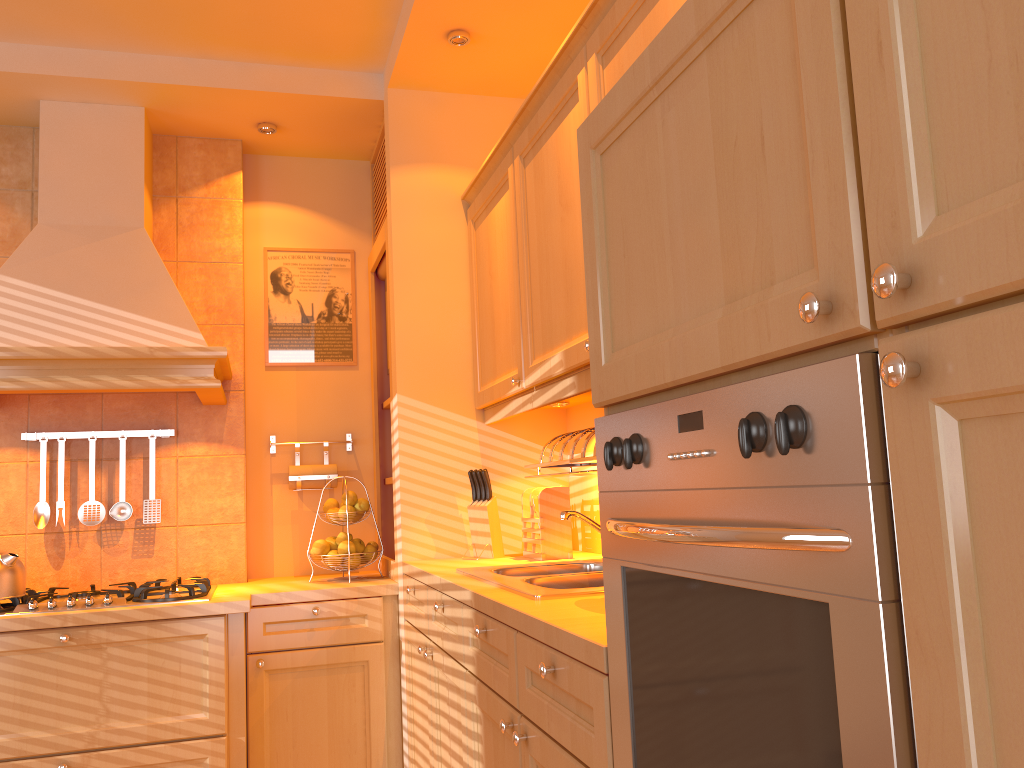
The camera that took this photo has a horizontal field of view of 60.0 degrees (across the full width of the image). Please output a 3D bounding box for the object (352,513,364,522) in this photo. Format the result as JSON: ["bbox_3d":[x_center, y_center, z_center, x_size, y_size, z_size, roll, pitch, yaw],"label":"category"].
[{"bbox_3d":[-0.573,0.480,3.265,0.058,0.059,0.058,-5,-7,15],"label":"object"}]

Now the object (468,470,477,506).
[{"bbox_3d":[-0.125,0.417,2.941,0.019,0.265,0.037,-8,-9,38],"label":"object"}]

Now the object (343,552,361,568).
[{"bbox_3d":[-0.574,0.633,3.190,0.064,0.061,0.063,3,-9,-38],"label":"object"}]

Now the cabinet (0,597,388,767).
[{"bbox_3d":[-1.166,1.146,2.763,2.850,0.840,1.141,-1,-7,-16],"label":"cabinet"}]

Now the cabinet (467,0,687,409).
[{"bbox_3d":[0.259,-0.380,2.292,0.332,0.712,1.792,-1,-7,-16],"label":"cabinet"}]

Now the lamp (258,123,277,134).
[{"bbox_3d":[-0.937,-0.977,3.396,0.070,0.021,0.070,2,-8,-33],"label":"lamp"}]

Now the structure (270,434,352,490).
[{"bbox_3d":[-0.790,0.307,3.513,0.320,0.220,0.126,-1,-7,-16],"label":"structure"}]

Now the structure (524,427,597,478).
[{"bbox_3d":[0.300,0.157,2.232,0.300,0.126,0.900,-1,-7,-16],"label":"structure"}]

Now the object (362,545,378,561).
[{"bbox_3d":[-0.520,0.618,3.243,0.059,0.059,0.058,-6,-8,28],"label":"object"}]

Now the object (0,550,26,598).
[{"bbox_3d":[-1.630,0.543,2.716,0.251,0.215,0.242,1,-8,-29],"label":"object"}]

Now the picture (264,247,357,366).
[{"bbox_3d":[-0.829,-0.318,3.647,0.366,0.491,0.007,-1,-7,-16],"label":"picture"}]

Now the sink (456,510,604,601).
[{"bbox_3d":[0.168,0.474,2.153,0.465,0.336,0.746,-1,-7,-16],"label":"sink"}]

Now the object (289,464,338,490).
[{"bbox_3d":[-0.784,0.366,3.494,0.186,0.094,0.096,-1,-7,-16],"label":"object"}]

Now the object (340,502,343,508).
[{"bbox_3d":[-0.607,0.447,3.266,0.050,0.051,0.051,-4,-7,8],"label":"object"}]

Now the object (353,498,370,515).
[{"bbox_3d":[-0.548,0.445,3.231,0.058,0.060,0.057,-3,-7,5],"label":"object"}]

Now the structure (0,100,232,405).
[{"bbox_3d":[-0.383,-0.617,1.868,1.061,1.148,4.091,3,-9,-42],"label":"structure"}]

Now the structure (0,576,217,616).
[{"bbox_3d":[-1.386,0.685,2.878,0.797,0.051,0.494,-1,-7,-16],"label":"structure"}]

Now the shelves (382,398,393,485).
[{"bbox_3d":[-0.185,0.389,3.426,0.582,0.702,0.600,-1,-7,-16],"label":"shelves"}]

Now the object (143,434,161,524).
[{"bbox_3d":[-1.306,0.344,3.219,0.061,0.323,0.020,-1,-7,-16],"label":"object"}]

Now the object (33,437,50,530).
[{"bbox_3d":[-1.651,0.347,3.116,0.055,0.323,0.028,-1,-7,-16],"label":"object"}]

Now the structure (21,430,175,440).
[{"bbox_3d":[-1.490,0.183,3.206,0.506,0.024,0.009,-1,-7,-16],"label":"structure"}]

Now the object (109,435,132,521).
[{"bbox_3d":[-1.412,0.340,3.209,0.077,0.309,0.037,-1,-7,-16],"label":"object"}]

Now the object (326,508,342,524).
[{"bbox_3d":[-0.648,0.482,3.246,0.064,0.058,0.063,-8,-9,40],"label":"object"}]

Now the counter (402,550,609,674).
[{"bbox_3d":[0.171,0.487,2.152,0.600,0.038,1.800,-1,-7,-16],"label":"counter"}]

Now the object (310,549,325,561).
[{"bbox_3d":[-0.702,0.611,3.219,0.063,0.063,0.063,-2,-7,-5],"label":"object"}]

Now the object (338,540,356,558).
[{"bbox_3d":[-0.586,0.585,3.144,0.063,0.060,0.064,-3,-7,-1],"label":"object"}]

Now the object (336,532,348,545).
[{"bbox_3d":[-0.608,0.557,3.182,0.049,0.052,0.050,-2,-7,-9],"label":"object"}]

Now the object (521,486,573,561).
[{"bbox_3d":[0.107,0.439,2.815,0.103,0.221,0.200,-1,-7,-16],"label":"object"}]

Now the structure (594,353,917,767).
[{"bbox_3d":[0.194,0.301,0.934,0.066,0.583,0.576,-1,-7,-16],"label":"structure"}]

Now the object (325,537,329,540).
[{"bbox_3d":[-0.665,0.590,3.263,0.055,0.058,0.056,-5,-7,20],"label":"object"}]

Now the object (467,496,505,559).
[{"bbox_3d":[-0.087,0.470,2.917,0.070,0.200,0.100,4,-9,-42],"label":"object"}]

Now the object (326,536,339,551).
[{"bbox_3d":[-0.644,0.582,3.205,0.063,0.061,0.063,4,-9,-42],"label":"object"}]

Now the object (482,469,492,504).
[{"bbox_3d":[-0.079,0.409,2.891,0.037,0.265,0.019,2,-8,-33],"label":"object"}]

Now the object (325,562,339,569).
[{"bbox_3d":[-0.651,0.644,3.216,0.052,0.056,0.057,-8,-8,36],"label":"object"}]

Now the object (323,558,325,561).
[{"bbox_3d":[-0.693,0.626,3.284,0.053,0.057,0.056,3,-9,-39],"label":"object"}]

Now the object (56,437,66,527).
[{"bbox_3d":[-1.598,0.346,3.143,0.028,0.319,0.006,-1,-7,-16],"label":"object"}]

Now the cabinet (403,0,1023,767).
[{"bbox_3d":[0.325,0.500,1.565,0.625,1.700,3.000,-1,-7,-16],"label":"cabinet"}]

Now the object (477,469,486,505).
[{"bbox_3d":[-0.094,0.411,2.908,0.038,0.265,0.019,2,-8,-33],"label":"object"}]

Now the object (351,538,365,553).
[{"bbox_3d":[-0.565,0.591,3.226,0.057,0.059,0.058,-8,-9,37],"label":"object"}]

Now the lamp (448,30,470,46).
[{"bbox_3d":[-0.167,-1.085,2.788,0.070,0.021,0.070,-7,-8,34],"label":"lamp"}]

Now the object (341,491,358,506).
[{"bbox_3d":[-0.590,0.417,3.223,0.055,0.059,0.058,-7,-8,30],"label":"object"}]

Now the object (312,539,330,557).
[{"bbox_3d":[-0.679,0.586,3.161,0.065,0.063,0.056,3,-9,-40],"label":"object"}]

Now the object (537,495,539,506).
[{"bbox_3d":[0.092,0.443,2.760,0.020,0.196,0.017,-4,-7,9],"label":"object"}]

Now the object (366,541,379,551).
[{"bbox_3d":[-0.518,0.607,3.289,0.045,0.047,0.046,-7,-8,29],"label":"object"}]

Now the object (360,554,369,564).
[{"bbox_3d":[-0.553,0.641,3.285,0.059,0.054,0.058,2,-9,-37],"label":"object"}]

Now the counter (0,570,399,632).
[{"bbox_3d":[-1.525,0.737,2.910,2.250,0.038,0.770,-1,-7,-16],"label":"counter"}]

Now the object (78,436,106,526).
[{"bbox_3d":[-1.499,0.344,3.165,0.090,0.320,0.017,-1,-7,-16],"label":"object"}]

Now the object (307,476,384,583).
[{"bbox_3d":[-0.611,0.526,3.250,0.265,0.376,0.265,-7,-8,33],"label":"object"}]

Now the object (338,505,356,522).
[{"bbox_3d":[-0.596,0.468,3.208,0.064,0.063,0.063,-3,-7,1],"label":"object"}]

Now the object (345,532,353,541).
[{"bbox_3d":[-0.609,0.566,3.246,0.051,0.048,0.050,-5,-7,17],"label":"object"}]

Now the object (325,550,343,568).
[{"bbox_3d":[-0.634,0.623,3.162,0.064,0.062,0.064,1,-8,-29],"label":"object"}]

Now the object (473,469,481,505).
[{"bbox_3d":[-0.110,0.414,2.926,0.038,0.265,0.019,2,-8,-33],"label":"object"}]

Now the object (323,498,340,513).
[{"bbox_3d":[-0.672,0.457,3.296,0.061,0.064,0.063,-2,-7,-7],"label":"object"}]

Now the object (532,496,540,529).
[{"bbox_3d":[0.079,0.442,2.771,0.042,0.192,0.040,-7,-8,34],"label":"object"}]
